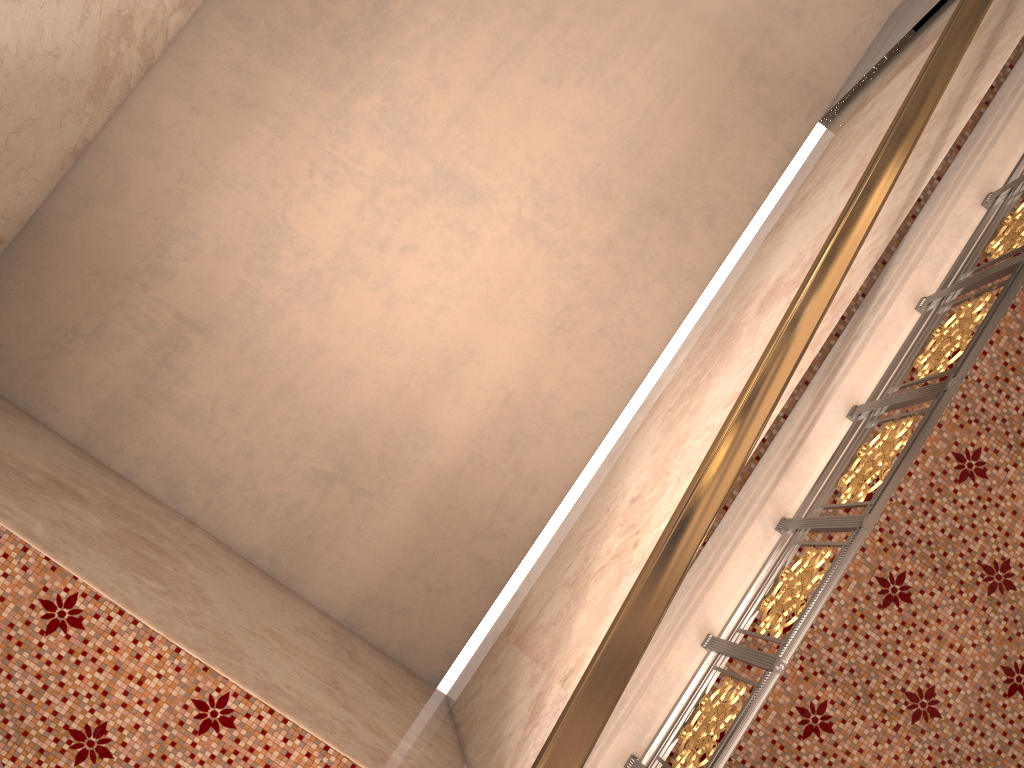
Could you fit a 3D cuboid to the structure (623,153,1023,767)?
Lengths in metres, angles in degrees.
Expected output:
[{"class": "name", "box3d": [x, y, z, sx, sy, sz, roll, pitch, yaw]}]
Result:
[{"class": "structure", "box3d": [1.490, -0.447, 2.679, 0.079, 0.543, 4.876, 34, 83, 0]}]
